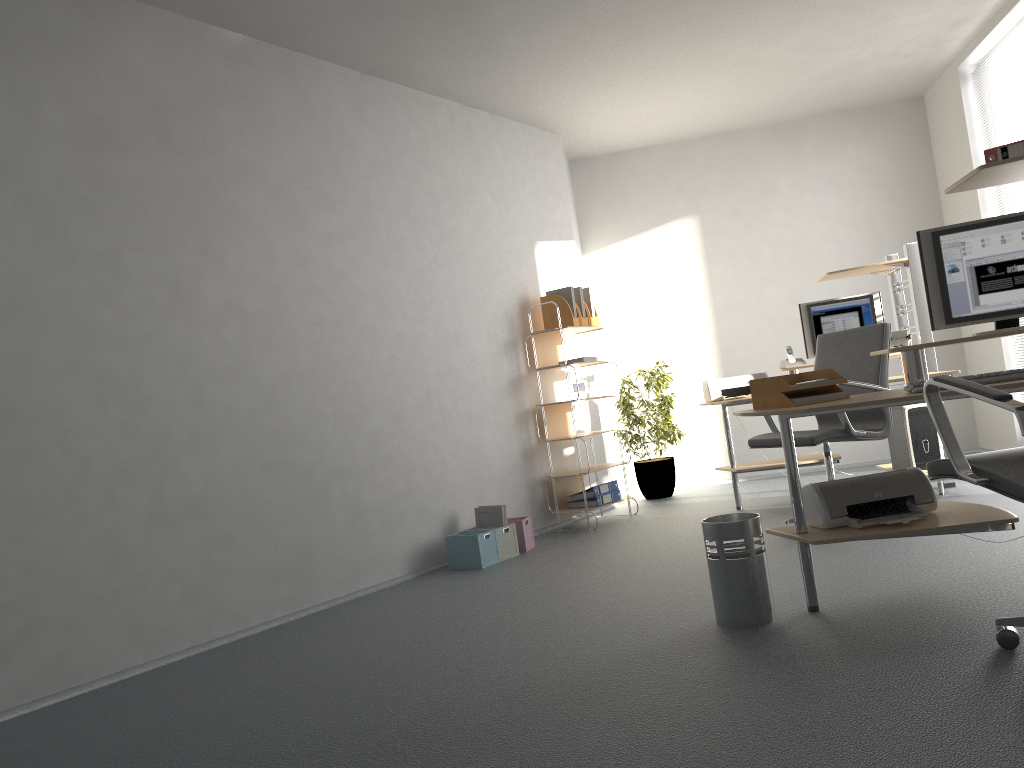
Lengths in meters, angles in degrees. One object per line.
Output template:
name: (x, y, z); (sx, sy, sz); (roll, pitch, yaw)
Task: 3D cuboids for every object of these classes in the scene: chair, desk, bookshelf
chair: (1.483, 0.196, 2.316); (0.584, 1.048, 0.652); (-8, -2, -5)
chair: (1.662, 0.249, 4.694); (0.652, 1.048, 0.584); (-7, -2, -25)
desk: (1.528, -0.048, 3.008); (1.469, 1.566, 0.967); (-8, -2, 9)
desk: (1.971, -0.020, 5.767); (1.469, 1.566, 0.967); (-8, -2, 9)
bookshelf: (0.487, 0.209, 6.295); (0.381, 1.572, 0.724); (-9, -2, 36)

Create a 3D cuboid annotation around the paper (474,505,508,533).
paper: (-0.120, 0.890, 5.357); (0.220, 0.306, 0.068); (-9, -2, 36)

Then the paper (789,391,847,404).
paper: (1.078, 0.058, 3.326); (0.210, 0.019, 0.297); (-8, -2, -12)

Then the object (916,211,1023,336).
object: (1.809, -0.401, 3.261); (0.516, 0.418, 0.245); (-9, -2, 31)

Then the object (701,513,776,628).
object: (0.812, 0.667, 3.183); (0.208, 0.377, 0.208); (-7, -2, -37)

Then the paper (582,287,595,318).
paper: (0.504, -0.542, 6.481); (0.213, 0.297, 0.045); (-10, -2, 39)

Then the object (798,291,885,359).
object: (2.246, -0.373, 5.999); (0.516, 0.418, 0.245); (-9, -2, 24)

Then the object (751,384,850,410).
object: (1.076, 0.046, 3.328); (0.225, 0.060, 0.309); (-8, -2, -12)

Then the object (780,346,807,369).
object: (1.899, -0.188, 6.029); (0.150, 0.151, 0.119); (-8, -2, -5)

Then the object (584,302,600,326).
object: (0.495, -0.521, 6.464); (0.243, 0.259, 0.113); (-10, -2, 39)

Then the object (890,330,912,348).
object: (2.508, -0.277, 5.733); (0.093, 0.135, 0.154); (-6, -3, -44)

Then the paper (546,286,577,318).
paper: (0.354, -0.527, 6.284); (0.213, 0.297, 0.045); (-9, -2, 34)

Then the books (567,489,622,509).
books: (0.576, 0.811, 6.256); (0.262, 0.072, 0.320); (-10, -2, 37)

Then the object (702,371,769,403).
object: (1.556, 0.017, 6.077); (0.438, 0.162, 0.351); (-8, -2, 1)

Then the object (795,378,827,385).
object: (1.089, -0.007, 3.228); (0.159, 0.009, 0.008); (-7, -2, -27)

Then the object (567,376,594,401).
object: (0.474, 0.027, 6.280); (0.192, 0.161, 0.077); (-7, -2, -35)

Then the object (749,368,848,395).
object: (1.068, -0.010, 3.329); (0.225, 0.060, 0.309); (-8, -2, -12)

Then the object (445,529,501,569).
object: (-0.226, 0.971, 5.192); (0.245, 0.202, 0.185); (-9, -2, 36)

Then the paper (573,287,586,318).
paper: (0.425, -0.534, 6.385); (0.213, 0.297, 0.045); (-9, -2, 37)

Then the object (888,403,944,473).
object: (2.533, 0.331, 5.594); (0.199, 0.422, 0.471); (-8, -2, 9)

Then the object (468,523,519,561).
object: (-0.119, 0.960, 5.343); (0.245, 0.202, 0.185); (-9, -2, 36)

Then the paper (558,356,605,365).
paper: (0.503, -0.161, 6.375); (0.213, 0.046, 0.297); (-9, -2, 36)

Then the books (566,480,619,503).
books: (0.561, 0.758, 6.264); (0.263, 0.100, 0.320); (-10, -2, 37)

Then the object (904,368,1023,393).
object: (1.606, 0.006, 3.114); (0.478, 0.082, 0.814); (-9, -2, 17)

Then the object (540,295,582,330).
object: (0.346, -0.506, 6.266); (0.243, 0.259, 0.113); (-9, -2, 34)

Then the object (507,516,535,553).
object: (-0.010, 0.951, 5.542); (0.245, 0.202, 0.185); (-9, -2, 18)

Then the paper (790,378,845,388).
paper: (1.071, 0.007, 3.328); (0.210, 0.010, 0.297); (-8, -2, -12)

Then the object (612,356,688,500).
object: (1.149, 0.366, 7.250); (0.544, 1.147, 0.644); (-10, -2, 38)

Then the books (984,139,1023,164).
books: (1.900, -0.833, 3.173); (0.320, 0.072, 0.262); (-10, -2, 41)

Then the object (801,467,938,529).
object: (1.310, 0.411, 3.183); (0.438, 0.162, 0.351); (-8, -2, -7)

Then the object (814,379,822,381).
object: (1.100, -0.008, 3.256); (0.159, 0.009, 0.008); (-7, -2, -36)

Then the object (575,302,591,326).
object: (0.417, -0.513, 6.367); (0.243, 0.259, 0.113); (-9, -2, 37)

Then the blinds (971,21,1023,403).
blinds: (3.435, -0.936, 5.551); (0.037, 2.749, 1.950); (-8, -2, 9)
